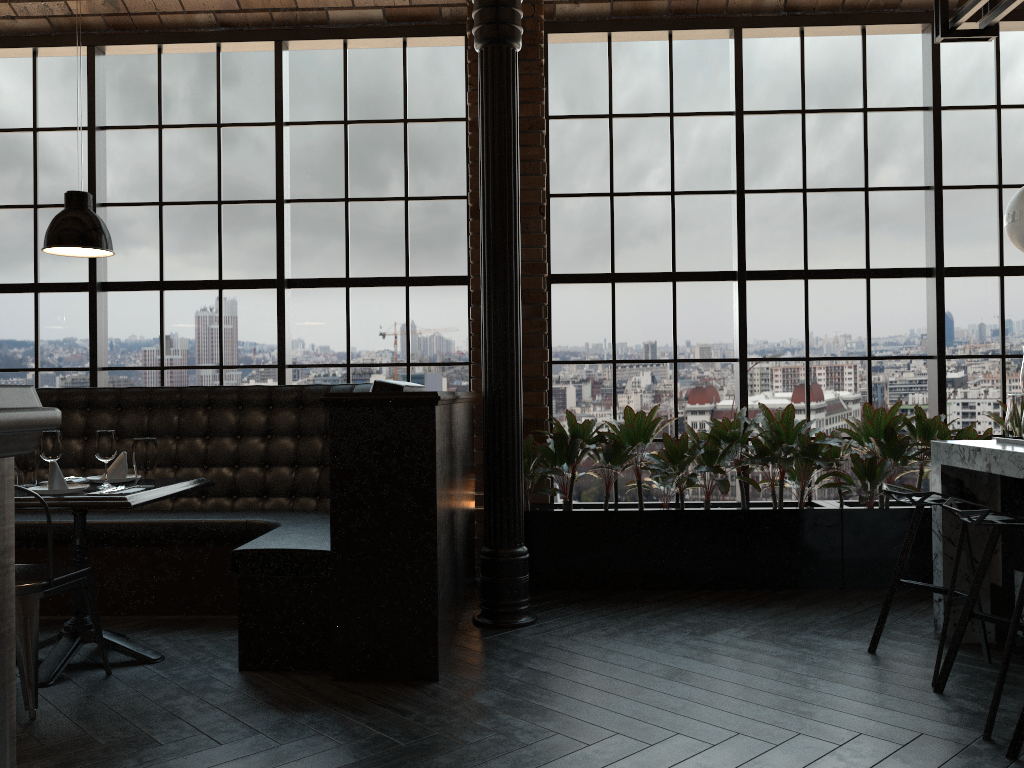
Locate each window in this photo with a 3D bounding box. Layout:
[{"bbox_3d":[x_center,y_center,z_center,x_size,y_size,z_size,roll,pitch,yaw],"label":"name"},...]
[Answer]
[{"bbox_3d":[-4.171,-0.619,5.863,16.179,3.253,0.168,-1,-1,2],"label":"window"}]

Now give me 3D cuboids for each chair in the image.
[{"bbox_3d":[1.730,0.777,2.518,0.414,0.737,0.475,-1,-1,-3],"label":"chair"},{"bbox_3d":[1.770,0.788,3.652,0.414,0.737,0.475,-1,-1,-8],"label":"chair"},{"bbox_3d":[-1.932,0.774,3.431,0.504,0.857,0.558,-1,-1,7],"label":"chair"},{"bbox_3d":[1.750,0.783,3.081,0.414,0.737,0.475,-1,-1,7],"label":"chair"}]

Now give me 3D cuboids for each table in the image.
[{"bbox_3d":[-1.884,0.828,3.872,0.872,0.758,0.872,-1,-1,2],"label":"table"}]

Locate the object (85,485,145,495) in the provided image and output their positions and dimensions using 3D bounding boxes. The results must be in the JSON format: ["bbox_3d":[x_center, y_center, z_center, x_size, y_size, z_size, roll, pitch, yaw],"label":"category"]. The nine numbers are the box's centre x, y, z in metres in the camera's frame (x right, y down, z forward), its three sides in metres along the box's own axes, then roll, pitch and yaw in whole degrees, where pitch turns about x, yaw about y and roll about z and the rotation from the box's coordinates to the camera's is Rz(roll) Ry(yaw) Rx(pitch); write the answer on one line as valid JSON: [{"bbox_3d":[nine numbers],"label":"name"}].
[{"bbox_3d":[-1.617,0.434,3.647,0.157,0.019,0.255,-1,-1,2],"label":"object"}]

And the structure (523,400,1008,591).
[{"bbox_3d":[1.884,0.637,5.244,4.107,1.072,0.757,-1,-1,1],"label":"structure"}]

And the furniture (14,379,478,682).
[{"bbox_3d":[-2.964,0.622,4.585,5.451,1.212,1.979,-1,-1,2],"label":"furniture"}]

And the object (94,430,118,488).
[{"bbox_3d":[-1.767,0.325,3.860,0.092,0.244,0.092,0,-1,-37],"label":"object"}]

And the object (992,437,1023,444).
[{"bbox_3d":[2.350,0.243,3.808,0.437,0.019,0.273,-1,-1,2],"label":"object"}]

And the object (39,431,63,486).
[{"bbox_3d":[-2.027,0.329,3.902,0.092,0.244,0.092,0,-1,-37],"label":"object"}]

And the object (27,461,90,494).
[{"bbox_3d":[-1.874,0.383,3.667,0.232,0.139,0.232,-1,-1,-1],"label":"object"}]

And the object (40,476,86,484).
[{"bbox_3d":[-2.075,0.445,4.118,0.157,0.019,0.255,-1,-1,2],"label":"object"}]

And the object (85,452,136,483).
[{"bbox_3d":[-1.853,0.387,4.111,0.232,0.139,0.232,-1,-1,-4],"label":"object"}]

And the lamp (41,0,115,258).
[{"bbox_3d":[-1.903,-1.400,3.884,0.291,1.653,0.291,0,-1,-43],"label":"lamp"}]

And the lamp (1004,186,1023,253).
[{"bbox_3d":[2.238,-1.378,3.705,0.340,1.754,0.340,0,-1,-42],"label":"lamp"}]

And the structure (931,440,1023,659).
[{"bbox_3d":[2.794,0.406,1.362,1.930,1.430,5.346,-1,-1,2],"label":"structure"}]
